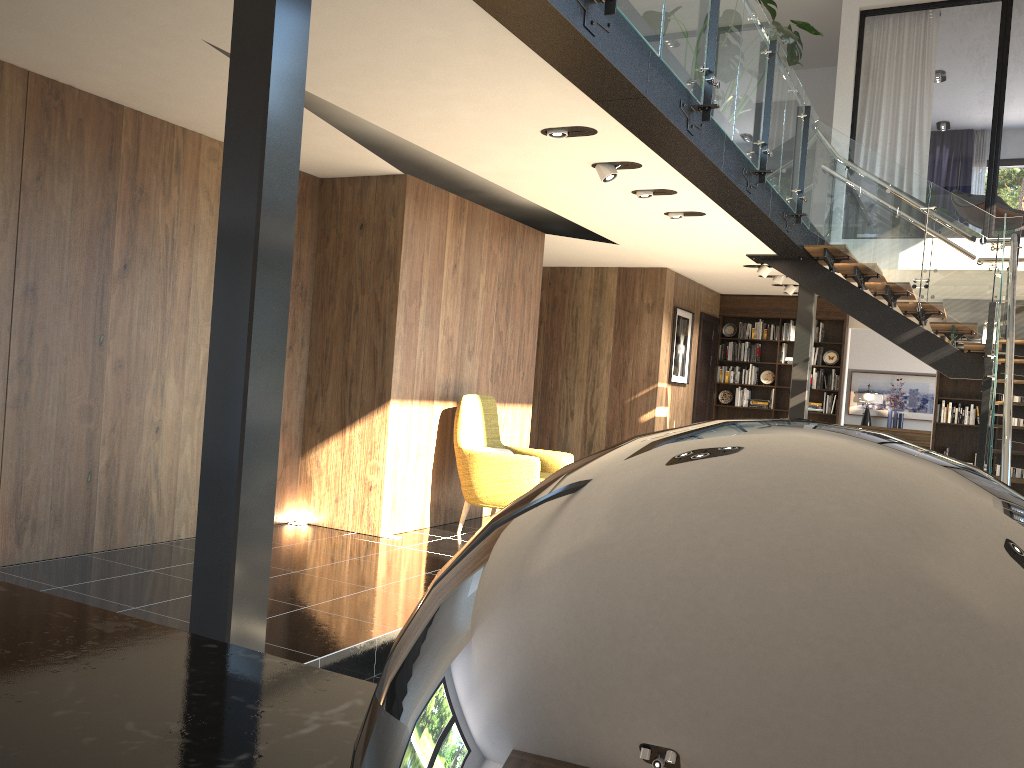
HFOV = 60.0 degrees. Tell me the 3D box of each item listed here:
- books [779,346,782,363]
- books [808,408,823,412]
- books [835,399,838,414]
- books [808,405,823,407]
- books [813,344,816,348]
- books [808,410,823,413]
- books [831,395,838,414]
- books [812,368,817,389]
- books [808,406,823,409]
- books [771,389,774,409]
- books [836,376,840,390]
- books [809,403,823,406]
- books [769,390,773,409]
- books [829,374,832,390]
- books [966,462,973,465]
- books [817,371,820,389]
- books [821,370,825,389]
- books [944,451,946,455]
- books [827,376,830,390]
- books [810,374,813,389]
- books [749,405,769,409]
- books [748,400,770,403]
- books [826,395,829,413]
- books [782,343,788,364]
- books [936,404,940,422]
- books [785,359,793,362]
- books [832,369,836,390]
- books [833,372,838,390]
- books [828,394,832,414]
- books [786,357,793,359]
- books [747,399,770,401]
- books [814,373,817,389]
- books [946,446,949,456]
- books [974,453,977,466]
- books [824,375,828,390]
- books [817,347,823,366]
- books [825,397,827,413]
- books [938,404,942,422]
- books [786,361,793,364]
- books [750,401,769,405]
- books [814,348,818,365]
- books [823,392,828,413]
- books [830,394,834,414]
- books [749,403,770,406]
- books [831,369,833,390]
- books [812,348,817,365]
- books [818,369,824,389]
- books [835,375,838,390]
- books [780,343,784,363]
[{"bbox_3d":[3.724,-0.403,12.253,0.028,0.242,0.194,5,1,28],"label":"books"},{"bbox_3d":[4.071,0.348,12.005,0.271,0.028,0.174,4,0,23],"label":"books"},{"bbox_3d":[4.354,0.303,11.864,0.021,0.204,0.169,5,1,28],"label":"books"},{"bbox_3d":[4.082,0.296,12.017,0.266,0.019,0.157,4,0,29],"label":"books"},{"bbox_3d":[4.064,-0.399,12.029,0.049,0.286,0.259,5,1,28],"label":"books"},{"bbox_3d":[4.075,0.373,12.015,0.245,0.021,0.159,4,0,30],"label":"books"},{"bbox_3d":[4.312,0.275,11.853,0.047,0.253,0.210,5,1,27],"label":"books"},{"bbox_3d":[4.085,-0.074,11.976,0.020,0.281,0.153,5,1,28],"label":"books"},{"bbox_3d":[4.078,0.320,12.012,0.263,0.030,0.159,4,0,25],"label":"books"},{"bbox_3d":[3.610,0.205,12.222,0.018,0.286,0.157,5,1,28],"label":"books"},{"bbox_3d":[4.353,-0.011,11.817,0.026,0.196,0.170,5,1,28],"label":"books"},{"bbox_3d":[4.088,0.271,12.025,0.239,0.031,0.146,4,0,28],"label":"books"},{"bbox_3d":[3.598,0.216,12.256,0.032,0.262,0.157,5,1,28],"label":"books"},{"bbox_3d":[4.268,-0.024,11.866,0.020,0.209,0.147,5,1,28],"label":"books"},{"bbox_3d":[5.663,0.996,11.179,0.257,0.024,0.167,4,0,28],"label":"books"},{"bbox_3d":[4.135,-0.049,11.964,0.030,0.239,0.146,5,1,28],"label":"books"},{"bbox_3d":[4.179,-0.058,11.916,0.016,0.262,0.155,5,1,28],"label":"books"},{"bbox_3d":[5.500,0.992,11.278,0.025,0.270,0.156,5,1,28],"label":"books"},{"bbox_3d":[4.256,-0.016,11.893,0.026,0.190,0.121,5,1,28],"label":"books"},{"bbox_3d":[4.050,-0.034,11.970,0.032,0.195,0.183,5,1,28],"label":"books"},{"bbox_3d":[3.443,0.319,12.334,0.262,0.032,0.155,4,0,30],"label":"books"},{"bbox_3d":[3.443,0.240,12.325,0.293,0.016,0.174,4,0,26],"label":"books"},{"bbox_3d":[4.244,0.273,11.900,0.014,0.247,0.192,5,1,28],"label":"books"},{"bbox_3d":[3.759,-0.418,12.212,0.016,0.278,0.209,5,1,28],"label":"books"},{"bbox_3d":[5.437,0.375,11.316,0.025,0.227,0.156,5,1,28],"label":"books"},{"bbox_3d":[3.897,-0.316,12.149,0.266,0.030,0.209,4,0,28],"label":"books"},{"bbox_3d":[4.302,-0.056,11.846,0.016,0.278,0.202,5,1,28],"label":"books"},{"bbox_3d":[4.326,-0.038,11.858,0.018,0.246,0.144,5,1,27],"label":"books"},{"bbox_3d":[4.287,0.271,11.925,0.038,0.257,0.138,5,1,28],"label":"books"},{"bbox_3d":[3.903,-0.341,12.156,0.264,0.021,0.189,4,0,26],"label":"books"},{"bbox_3d":[3.442,0.226,12.317,0.292,0.013,0.187,4,0,30],"label":"books"},{"bbox_3d":[4.099,-0.042,11.956,0.027,0.219,0.139,5,1,28],"label":"books"},{"bbox_3d":[5.506,0.957,11.226,0.028,0.340,0.203,5,1,28],"label":"books"},{"bbox_3d":[5.801,1.008,11.086,0.030,0.284,0.177,5,1,28],"label":"books"},{"bbox_3d":[4.222,-0.021,11.922,0.060,0.196,0.119,5,1,27],"label":"books"},{"bbox_3d":[4.165,-0.373,11.980,0.035,0.251,0.196,5,1,28],"label":"books"},{"bbox_3d":[4.241,0.283,11.938,0.024,0.226,0.141,5,1,27],"label":"books"},{"bbox_3d":[5.464,0.372,11.307,0.028,0.237,0.134,5,1,28],"label":"books"},{"bbox_3d":[3.901,-0.284,12.161,0.239,0.033,0.176,4,0,25],"label":"books"},{"bbox_3d":[3.448,0.266,12.336,0.243,0.033,0.142,4,0,24],"label":"books"},{"bbox_3d":[4.136,-0.369,12.012,0.047,0.238,0.225,5,1,28],"label":"books"},{"bbox_3d":[4.216,0.255,11.926,0.014,0.279,0.202,5,1,28],"label":"books"},{"bbox_3d":[4.288,0.266,11.871,0.013,0.267,0.177,5,1,28],"label":"books"},{"bbox_3d":[3.446,0.292,12.336,0.266,0.021,0.152,4,0,26],"label":"books"},{"bbox_3d":[4.295,-0.057,11.870,0.018,0.278,0.114,5,1,27],"label":"books"},{"bbox_3d":[4.096,-0.371,12.013,0.025,0.235,0.232,5,1,28],"label":"books"},{"bbox_3d":[4.159,-0.067,11.934,0.037,0.277,0.179,5,1,28],"label":"books"},{"bbox_3d":[4.339,-0.014,11.842,0.023,0.200,0.121,5,1,27],"label":"books"},{"bbox_3d":[3.738,-0.420,12.217,0.027,0.279,0.166,5,1,28],"label":"books"}]
